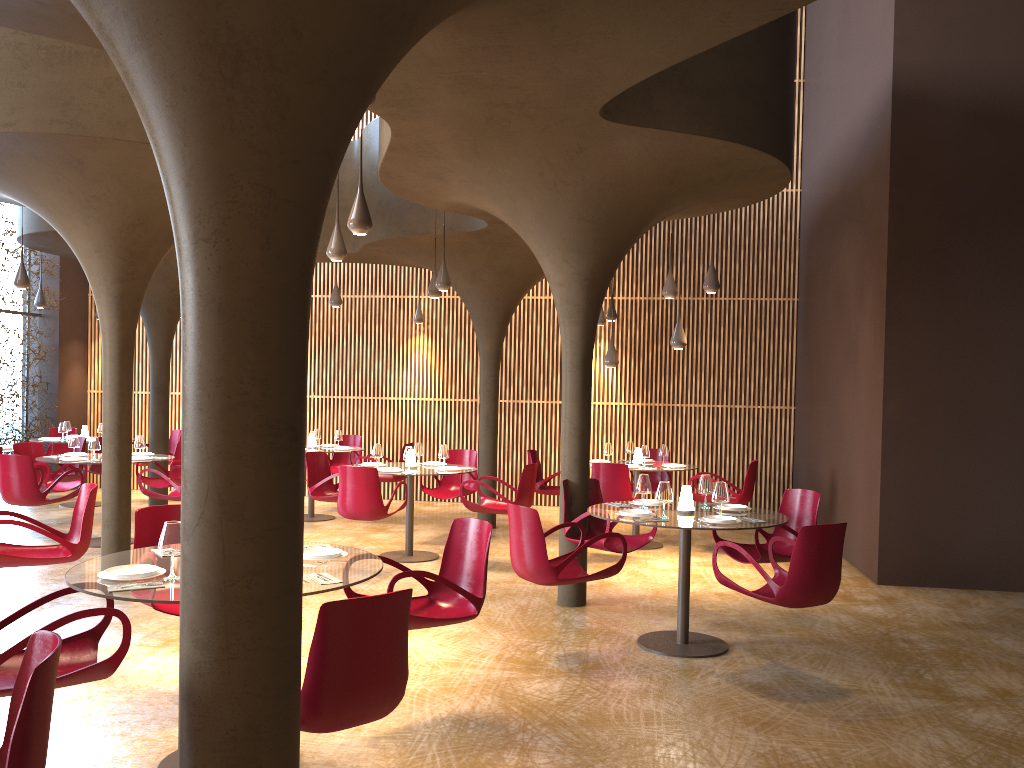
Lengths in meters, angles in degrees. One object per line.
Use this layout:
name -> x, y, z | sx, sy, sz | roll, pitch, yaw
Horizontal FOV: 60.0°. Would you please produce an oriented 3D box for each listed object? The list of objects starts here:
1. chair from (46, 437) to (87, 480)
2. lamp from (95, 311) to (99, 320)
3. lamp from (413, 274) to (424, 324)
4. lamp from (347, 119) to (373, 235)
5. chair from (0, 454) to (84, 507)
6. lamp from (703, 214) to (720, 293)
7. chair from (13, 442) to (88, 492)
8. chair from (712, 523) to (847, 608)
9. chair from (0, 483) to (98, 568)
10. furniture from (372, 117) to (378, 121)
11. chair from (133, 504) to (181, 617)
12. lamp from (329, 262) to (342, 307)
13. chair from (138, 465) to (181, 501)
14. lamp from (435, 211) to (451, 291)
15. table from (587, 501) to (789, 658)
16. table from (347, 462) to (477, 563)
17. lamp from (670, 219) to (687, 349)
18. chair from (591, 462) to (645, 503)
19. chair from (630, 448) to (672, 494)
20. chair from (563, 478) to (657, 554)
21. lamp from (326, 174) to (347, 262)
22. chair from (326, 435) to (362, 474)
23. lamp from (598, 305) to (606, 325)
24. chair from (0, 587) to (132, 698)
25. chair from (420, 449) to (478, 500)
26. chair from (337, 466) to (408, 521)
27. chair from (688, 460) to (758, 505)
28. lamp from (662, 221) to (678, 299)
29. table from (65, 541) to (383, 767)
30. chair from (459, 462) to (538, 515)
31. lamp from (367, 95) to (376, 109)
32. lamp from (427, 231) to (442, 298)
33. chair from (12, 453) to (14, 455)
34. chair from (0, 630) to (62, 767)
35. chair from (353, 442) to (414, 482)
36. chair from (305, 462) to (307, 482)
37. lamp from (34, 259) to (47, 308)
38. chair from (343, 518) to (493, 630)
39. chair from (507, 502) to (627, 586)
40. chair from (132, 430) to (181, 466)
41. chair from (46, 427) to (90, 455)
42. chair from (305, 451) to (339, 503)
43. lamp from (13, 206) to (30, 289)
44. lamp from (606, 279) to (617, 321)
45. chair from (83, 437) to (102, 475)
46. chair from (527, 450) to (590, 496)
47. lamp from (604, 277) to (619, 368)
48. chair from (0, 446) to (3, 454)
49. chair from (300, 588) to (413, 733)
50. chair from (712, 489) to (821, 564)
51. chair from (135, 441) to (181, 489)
chair -> -6.879, 1.124, 13.337 | 0.873, 0.636, 0.624 | 1, 0, -42
lamp -> -7.928, -4.388, 17.155 | 0.196, 6.280, 0.196 | 2, 1, 33
lamp -> -1.659, -4.259, 16.333 | 0.196, 6.280, 0.196 | 2, 1, 23
lamp -> -1.115, -4.302, 6.819 | 0.196, 6.280, 0.196 | 1, 1, -7
chair -> -5.685, 1.134, 10.607 | 0.625, 0.636, 0.872 | 1, 0, 13
lamp -> 2.402, -4.207, 10.320 | 0.196, 6.280, 0.196 | 0, 2, -37
chair -> -6.324, 1.129, 12.026 | 0.872, 0.636, 0.625 | 1, 0, 23
chair -> 1.983, 1.274, 6.450 | 0.625, 0.636, 0.872 | 1, 0, -30
chair -> -3.861, 1.153, 7.234 | 0.873, 0.636, 0.624 | 1, 0, -34
furniture -> -1.430, -3.214, 12.577 | 0.900, 1.048, 2.530 | 1, 0, -40
chair -> -2.211, 1.181, 5.973 | 0.625, 0.636, 0.872 | 1, 0, -37
lamp -> -2.582, -4.296, 13.255 | 0.196, 6.280, 0.196 | 2, 1, 23
chair -> -4.192, 1.170, 11.288 | 0.872, 0.636, 0.625 | 1, 0, 18
lamp -> -0.771, -4.272, 10.707 | 0.196, 6.280, 0.196 | 2, 2, 43
table -> 1.465, 1.658, 7.542 | 1.672, 1.131, 1.671 | 1, 0, -24
table -> -1.287, 1.621, 11.171 | 1.671, 1.131, 1.672 | 1, 0, 28
lamp -> 2.030, -3.551, 10.391 | 0.196, 6.280, 0.196 | 0, 2, -37
chair -> 1.311, 1.287, 11.247 | 0.625, 0.636, 0.872 | 1, 0, 19
chair -> 2.070, 1.315, 13.372 | 0.625, 0.636, 0.872 | 1, 0, 24
chair -> 0.876, 1.262, 8.528 | 0.625, 0.636, 0.872 | 1, 0, -35
lamp -> -1.593, -4.304, 8.324 | 0.196, 6.280, 0.196 | 2, 2, 43
chair -> -2.950, 1.220, 15.405 | 0.625, 0.636, 0.872 | 1, 0, 8
lamp -> 1.660, -4.191, 15.815 | 0.196, 6.280, 0.196 | 2, 1, 33
chair -> -2.380, 1.168, 4.341 | 0.873, 0.636, 0.624 | 1, 0, -32
chair -> -0.820, 1.247, 12.270 | 0.625, 0.636, 0.872 | 1, 0, 18
chair -> -1.614, 1.218, 10.053 | 0.625, 0.636, 0.872 | 1, 0, 13
chair -> 2.854, 1.324, 11.932 | 0.872, 0.636, 0.625 | 1, 0, 19
lamp -> 2.043, -4.211, 11.036 | 0.196, 6.280, 0.196 | 0, 2, -37
table -> -1.577, 1.579, 4.970 | 1.672, 1.131, 1.671 | 1, 0, -31
chair -> -0.121, 1.253, 10.733 | 0.872, 0.636, 0.625 | 1, 0, 18
lamp -> -0.677, -1.577, 3.798 | 0.196, 0.813, 0.196 | 0, 1, -37
lamp -> -0.953, -4.271, 11.591 | 0.196, 6.280, 0.196 | 2, 2, 43
chair -> -8.181, 1.103, 14.423 | 0.624, 0.636, 0.873 | 2, 0, 43
chair -> -1.902, 1.169, 2.780 | 0.873, 0.636, 0.624 | 1, 0, -29
chair -> -1.995, 1.232, 14.013 | 0.872, 0.636, 0.625 | 1, 0, 8
chair -> -3.347, 1.198, 13.084 | 0.625, 0.636, 0.872 | 1, 0, 3
lamp -> -7.758, -4.399, 14.648 | 0.196, 6.280, 0.196 | 2, 1, 33
chair -> -0.552, 1.215, 5.664 | 0.873, 0.636, 0.624 | 1, 0, -37
chair -> 0.376, 1.242, 6.966 | 0.873, 0.636, 0.624 | 1, 0, -30
chair -> -6.386, 1.150, 15.947 | 0.873, 0.636, 0.624 | 1, 0, -42
chair -> -8.025, 1.115, 15.972 | 0.625, 0.636, 0.872 | 1, 0, -37
chair -> -2.253, 1.212, 11.471 | 0.872, 0.636, 0.625 | 1, 0, 23
lamp -> -6.356, -4.387, 11.546 | 0.196, 6.280, 0.196 | 0, 2, -37
lamp -> 1.734, -4.195, 14.792 | 0.196, 6.280, 0.196 | 2, 1, 23
chair -> -6.549, 1.137, 14.267 | 0.625, 0.636, 0.872 | 1, 0, -42
chair -> 0.645, 1.281, 12.745 | 0.872, 0.636, 0.625 | 1, 0, 14
lamp -> 1.353, -3.350, 11.410 | 0.196, 6.280, 0.196 | 0, 2, -37
chair -> -7.043, 1.111, 11.657 | 0.625, 0.636, 0.872 | 1, 0, -42
chair -> -0.851, 1.199, 4.052 | 0.625, 0.636, 0.872 | 1, 0, -42
chair -> 2.357, 1.291, 8.047 | 0.873, 0.636, 0.624 | 1, 0, -25
chair -> -4.891, 1.164, 12.824 | 0.625, 0.636, 0.872 | 1, 0, 18
